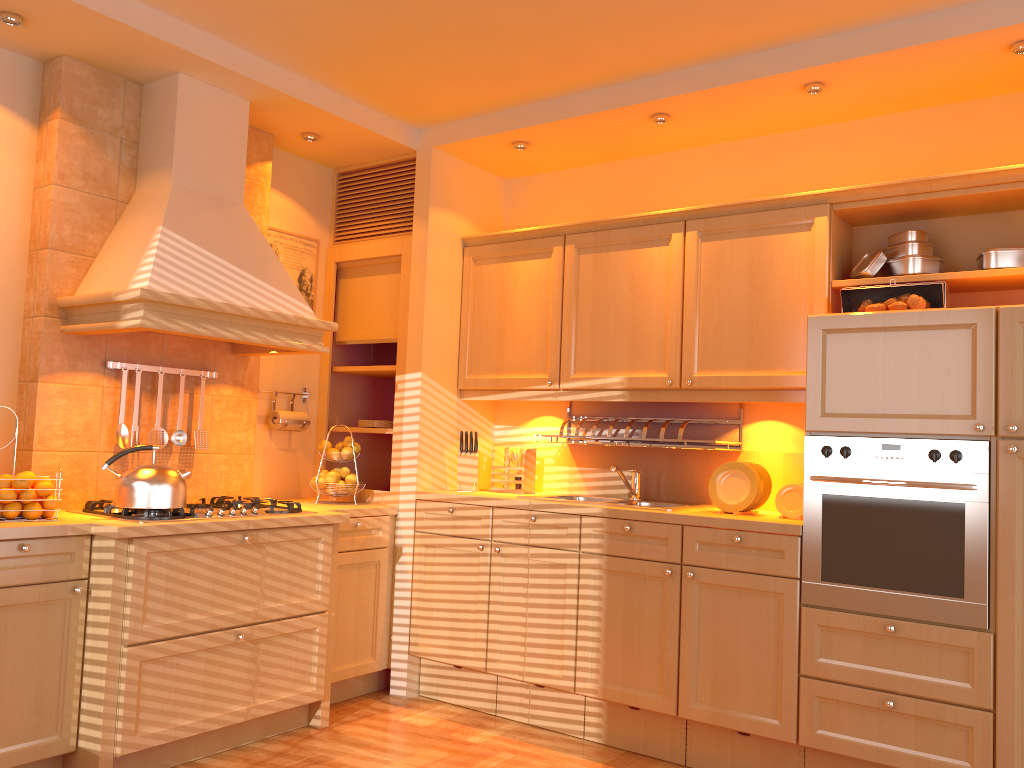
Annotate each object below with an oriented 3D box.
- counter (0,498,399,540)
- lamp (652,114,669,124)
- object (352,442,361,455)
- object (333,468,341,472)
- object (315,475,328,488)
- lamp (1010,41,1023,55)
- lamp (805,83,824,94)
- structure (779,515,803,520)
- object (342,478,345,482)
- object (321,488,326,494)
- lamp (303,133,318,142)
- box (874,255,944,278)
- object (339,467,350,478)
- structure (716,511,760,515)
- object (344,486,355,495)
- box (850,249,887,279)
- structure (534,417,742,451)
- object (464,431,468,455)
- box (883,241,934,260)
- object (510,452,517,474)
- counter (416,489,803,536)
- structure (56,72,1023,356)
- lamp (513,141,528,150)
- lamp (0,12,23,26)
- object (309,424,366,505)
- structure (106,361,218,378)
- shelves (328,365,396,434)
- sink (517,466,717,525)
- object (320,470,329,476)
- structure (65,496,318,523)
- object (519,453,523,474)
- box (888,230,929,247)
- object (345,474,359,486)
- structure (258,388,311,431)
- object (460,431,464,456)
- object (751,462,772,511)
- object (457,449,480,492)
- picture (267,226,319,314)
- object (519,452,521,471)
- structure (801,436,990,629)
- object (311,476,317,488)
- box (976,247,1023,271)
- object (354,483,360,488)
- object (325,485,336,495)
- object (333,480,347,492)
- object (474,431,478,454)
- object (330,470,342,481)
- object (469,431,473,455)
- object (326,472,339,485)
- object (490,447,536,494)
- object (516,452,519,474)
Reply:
[{"bbox_3d":[-1.365,0.514,3.416,0.770,0.038,2.250,0,-5,36],"label":"counter"},{"bbox_3d":[0.628,-1.118,3.744,0.070,0.021,0.070,3,-4,-15],"label":"lamp"},{"bbox_3d":[-0.757,0.311,4.272,0.058,0.060,0.057,5,-4,-33],"label":"object"},{"bbox_3d":[-0.832,0.421,4.246,0.051,0.048,0.050,4,-4,-21],"label":"object"},{"bbox_3d":[-0.894,0.458,4.168,0.063,0.063,0.063,6,-5,-43],"label":"object"},{"bbox_3d":[1.708,-1.124,2.968,0.070,0.021,0.070,3,-4,-4],"label":"lamp"},{"bbox_3d":[1.148,-1.121,3.368,0.070,0.021,0.070,3,-4,-4],"label":"lamp"},{"bbox_3d":[1.111,0.513,3.426,0.084,0.010,0.219,0,-5,37],"label":"structure"},{"bbox_3d":[-0.789,0.453,4.258,0.057,0.059,0.058,2,-4,0],"label":"object"},{"bbox_3d":[-0.891,0.502,4.238,0.046,0.043,0.047,3,-4,-4],"label":"object"},{"bbox_3d":[-0.947,-1.156,4.162,0.070,0.021,0.070,1,-4,19],"label":"lamp"},{"bbox_3d":[1.518,-0.429,3.403,0.169,0.090,0.242,4,-4,-18],"label":"box"},{"bbox_3d":[-0.791,0.419,4.196,0.050,0.052,0.049,-1,-5,43],"label":"object"},{"bbox_3d":[0.903,0.511,3.537,0.084,0.010,0.219,-1,-5,39],"label":"structure"},{"bbox_3d":[-0.781,0.497,4.223,0.063,0.061,0.064,1,-4,14],"label":"object"},{"bbox_3d":[1.374,-0.453,3.415,0.117,0.129,0.098,4,-4,-18],"label":"box"},{"bbox_3d":[0.555,0.220,4.010,0.900,0.126,0.300,0,-5,36],"label":"structure"},{"bbox_3d":[-0.226,0.361,4.302,0.019,0.265,0.038,1,-4,19],"label":"object"},{"bbox_3d":[1.521,-0.498,3.408,0.124,0.066,0.177,4,-4,-18],"label":"box"},{"bbox_3d":[0.012,0.425,4.298,0.042,0.192,0.040,3,-4,-3],"label":"object"},{"bbox_3d":[0.454,0.538,3.867,1.800,0.038,0.600,0,-5,36],"label":"counter"},{"bbox_3d":[0.364,-0.592,3.302,4.091,1.148,1.061,2,-4,10],"label":"structure"},{"bbox_3d":[0.041,-1.115,4.159,0.070,0.021,0.070,3,-4,-4],"label":"lamp"},{"bbox_3d":[-1.733,-1.260,3.067,0.070,0.021,0.070,1,-4,19],"label":"lamp"},{"bbox_3d":[-0.830,0.382,4.248,0.265,0.376,0.265,3,-4,-5],"label":"object"},{"bbox_3d":[-1.435,-0.057,3.670,0.009,0.024,0.506,0,-5,36],"label":"structure"},{"bbox_3d":[-0.586,0.280,4.649,0.600,0.702,0.582,0,-5,36],"label":"shelves"},{"bbox_3d":[0.453,0.525,3.866,0.746,0.336,0.465,0,-5,36],"label":"sink"},{"bbox_3d":[-0.889,0.438,4.225,0.055,0.058,0.056,4,-4,-18],"label":"object"},{"bbox_3d":[-1.229,0.481,3.476,0.494,0.051,0.797,0,-5,36],"label":"structure"},{"bbox_3d":[0.039,0.429,4.295,0.022,0.196,0.018,-1,-5,40],"label":"object"},{"bbox_3d":[1.523,-0.552,3.411,0.098,0.052,0.140,4,-4,-18],"label":"box"},{"bbox_3d":[-0.755,0.453,4.180,0.063,0.060,0.064,5,-5,-39],"label":"object"},{"bbox_3d":[-1.097,0.119,4.344,0.126,0.220,0.320,0,-5,36],"label":"structure"},{"bbox_3d":[-0.247,0.360,4.305,0.019,0.265,0.037,2,-4,0],"label":"object"},{"bbox_3d":[0.960,0.417,3.615,0.205,0.200,0.049,0,-5,37],"label":"object"},{"bbox_3d":[-0.210,0.420,4.310,0.100,0.200,0.070,2,-4,9],"label":"object"},{"bbox_3d":[-1.115,-0.516,4.426,0.007,0.491,0.366,0,-5,36],"label":"picture"},{"bbox_3d":[0.035,0.430,4.317,0.018,0.196,0.023,-1,-5,40],"label":"object"},{"bbox_3d":[1.244,0.470,2.924,0.576,0.583,0.066,0,-5,36],"label":"structure"},{"bbox_3d":[-0.930,0.467,4.224,0.056,0.057,0.053,2,-4,13],"label":"object"},{"bbox_3d":[1.810,-0.431,3.186,0.242,0.090,0.169,1,-4,17],"label":"box"},{"bbox_3d":[-0.769,0.484,4.299,0.059,0.059,0.058,3,-4,-10],"label":"object"},{"bbox_3d":[-0.858,0.496,4.197,0.052,0.056,0.057,2,-4,-2],"label":"object"},{"bbox_3d":[-0.809,0.483,4.164,0.064,0.062,0.064,1,-4,23],"label":"object"},{"bbox_3d":[-0.179,0.362,4.294,0.019,0.265,0.037,1,-4,19],"label":"object"},{"bbox_3d":[-0.837,0.437,4.192,0.063,0.061,0.063,2,-4,9],"label":"object"},{"bbox_3d":[-0.202,0.362,4.299,0.019,0.265,0.038,1,-4,19],"label":"object"},{"bbox_3d":[-0.838,0.441,4.136,0.056,0.063,0.065,2,-4,12],"label":"object"},{"bbox_3d":[0.007,0.421,4.349,0.200,0.221,0.103,0,-5,36],"label":"object"},{"bbox_3d":[0.028,0.429,4.296,0.020,0.196,0.017,4,-4,-29],"label":"object"}]
